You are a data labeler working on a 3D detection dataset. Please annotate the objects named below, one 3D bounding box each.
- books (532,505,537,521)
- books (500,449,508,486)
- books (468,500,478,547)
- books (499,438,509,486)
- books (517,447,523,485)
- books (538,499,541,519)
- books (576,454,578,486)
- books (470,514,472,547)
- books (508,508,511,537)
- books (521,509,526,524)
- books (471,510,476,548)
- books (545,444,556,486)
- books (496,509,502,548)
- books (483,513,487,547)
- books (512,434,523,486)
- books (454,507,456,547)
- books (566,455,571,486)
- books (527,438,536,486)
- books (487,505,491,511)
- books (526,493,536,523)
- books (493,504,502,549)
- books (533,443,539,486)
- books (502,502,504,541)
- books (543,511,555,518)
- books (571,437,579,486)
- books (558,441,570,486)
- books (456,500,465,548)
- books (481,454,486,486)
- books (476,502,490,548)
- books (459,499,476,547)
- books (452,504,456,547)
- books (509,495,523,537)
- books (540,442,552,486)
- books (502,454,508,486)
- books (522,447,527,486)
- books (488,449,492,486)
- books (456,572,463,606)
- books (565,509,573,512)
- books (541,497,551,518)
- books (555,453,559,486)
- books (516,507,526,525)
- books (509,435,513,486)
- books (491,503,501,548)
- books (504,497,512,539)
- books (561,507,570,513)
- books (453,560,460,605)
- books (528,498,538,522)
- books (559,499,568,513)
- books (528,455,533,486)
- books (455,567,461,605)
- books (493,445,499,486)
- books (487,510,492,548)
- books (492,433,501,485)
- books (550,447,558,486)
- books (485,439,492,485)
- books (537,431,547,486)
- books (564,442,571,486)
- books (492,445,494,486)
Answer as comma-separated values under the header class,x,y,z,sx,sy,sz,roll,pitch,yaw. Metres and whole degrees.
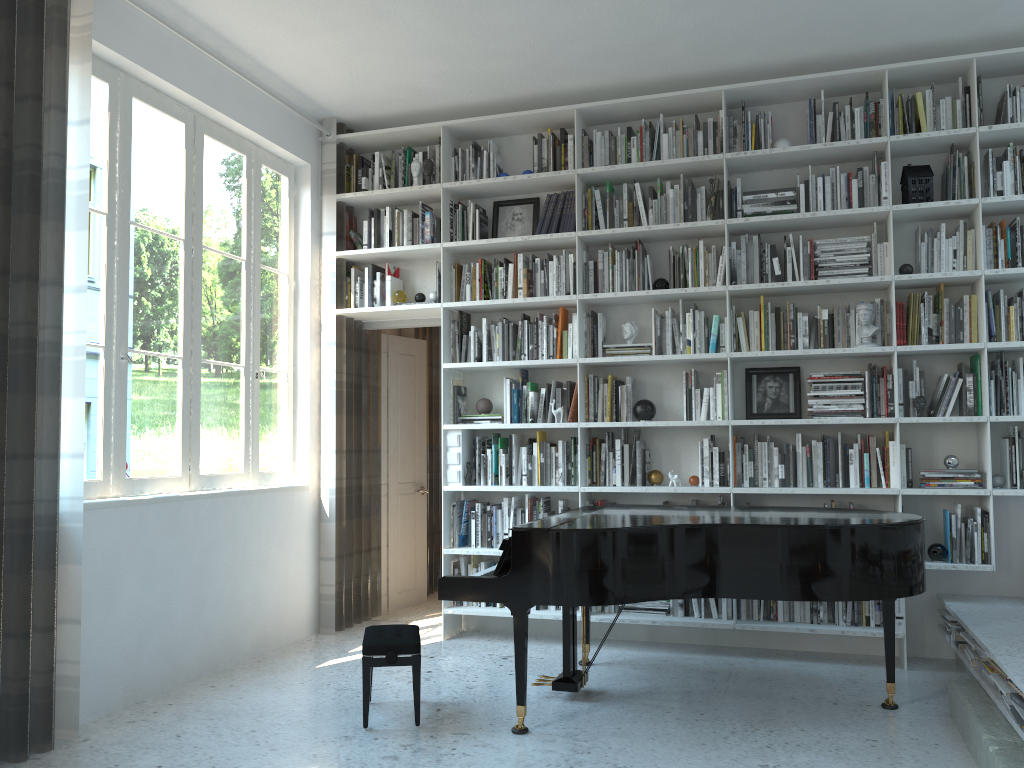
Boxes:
class,x,y,z,sx,sy,sz,roll,pitch,yaw
books,0.153,0.854,5.327,0.029,0.254,0.153,-1,-4,18
books,-0.036,0.503,5.381,0.015,0.219,0.190,-1,-4,18
books,-0.237,0.856,5.448,0.010,0.273,0.150,-1,-4,18
books,-0.048,0.470,5.381,0.007,0.286,0.182,-1,-4,18
books,0.070,0.497,5.375,0.045,0.230,0.138,-2,-4,18
books,0.187,0.834,5.307,0.022,0.290,0.137,-1,-4,18
books,0.407,0.508,5.271,0.023,0.186,0.130,-1,-4,18
books,-0.220,0.893,5.441,0.024,0.197,0.148,-1,-4,18
books,0.004,0.869,5.372,0.012,0.232,0.148,-1,-4,18
books,0.088,0.870,5.341,0.028,0.224,0.134,-1,-4,18
books,-0.204,0.880,5.414,0.022,0.220,0.187,-1,-4,18
books,0.233,0.481,5.299,0.028,0.249,0.159,-1,-4,18
books,-0.057,0.872,5.376,0.028,0.229,0.157,-1,-4,18
books,-0.145,0.891,5.423,0.025,0.199,0.137,-1,-4,18
books,0.037,0.458,5.368,0.012,0.306,0.189,-1,-4,18
books,-0.319,0.875,5.460,0.029,0.239,0.154,-1,-4,18
books,0.359,0.512,5.272,0.041,0.181,0.141,-2,-4,18
books,0.118,0.468,5.342,0.014,0.282,0.150,-1,-4,18
books,-0.122,0.866,5.421,0.022,0.248,0.134,-1,-4,18
books,0.114,0.818,5.314,0.014,0.325,0.170,-1,-4,18
books,-0.079,0.860,5.370,0.010,0.252,0.178,-1,-4,18
books,0.165,0.480,5.328,0.026,0.254,0.176,-1,-4,18
books,-0.032,0.850,5.389,0.013,0.273,0.146,-1,-4,18
books,0.238,0.870,5.286,0.059,0.216,0.177,-2,-4,18
books,0.379,0.457,5.248,0.014,0.286,0.179,-1,-4,18
books,0.311,0.470,5.270,0.021,0.265,0.185,-1,-4,18
books,-0.305,0.854,5.440,0.011,0.277,0.189,-1,-4,18
books,-0.149,0.521,5.403,0.019,0.189,0.193,-1,-4,18
books,-0.178,0.857,5.413,0.029,0.266,0.171,-1,-4,18
books,-0.273,0.851,5.439,0.052,0.283,0.172,-2,-4,18
books,-0.334,0.869,5.480,0.012,0.254,0.161,-1,-4,18
books,0.022,0.830,5.347,0.039,0.307,0.172,-1,-4,18
books,0.205,0.475,5.304,0.028,0.260,0.181,-1,-4,18
books,-0.022,0.518,5.371,0.016,0.188,0.183,-1,-4,18
books,0.099,0.495,5.348,0.027,0.229,0.159,-1,-4,18
books,-0.107,0.507,5.405,0.015,0.216,0.180,-1,-4,18
books,-0.298,1.247,5.420,0.029,0.190,0.176,-2,-4,18
books,0.347,0.862,5.270,0.030,0.227,0.140,-1,-4,18
books,0.202,0.828,5.297,0.013,0.301,0.172,-1,-4,18
books,0.287,0.508,5.299,0.023,0.194,0.140,-1,-4,18
books,0.061,0.865,5.354,0.031,0.238,0.132,-1,-4,18
books,0.019,0.461,5.362,0.019,0.300,0.180,-1,-4,18
books,-0.089,0.858,5.378,0.013,0.256,0.189,-1,-4,18
books,-0.015,0.836,5.377,0.027,0.299,0.142,-1,-4,18
books,0.317,0.854,5.243,0.011,0.239,0.174,-1,-4,18
books,-0.331,1.218,5.460,0.012,0.254,0.161,-1,-4,18
books,0.128,0.833,5.317,0.012,0.295,0.176,-1,-4,18
books,0.308,0.833,5.275,0.025,0.287,0.130,-1,-4,18
books,0.136,0.517,5.324,0.029,0.181,0.190,-2,-4,18
books,-0.314,1.236,5.453,0.023,0.216,0.158,-1,-4,18
books,-0.079,0.492,5.390,0.009,0.244,0.184,-1,-4,18
books,-0.109,0.876,5.381,0.028,0.223,0.189,-1,-4,18
books,-0.095,0.458,5.414,0.006,0.314,0.145,-1,-4,18
books,0.263,0.491,5.305,0.025,0.229,0.153,-1,-4,18
books,-0.130,0.477,5.421,0.008,0.279,0.164,-1,-4,18
books,0.184,0.445,5.321,0.021,0.322,0.172,-1,-4,18
books,0.333,0.473,5.283,0.013,0.260,0.142,-1,-4,18
books,-0.086,0.493,5.406,0.014,0.243,0.171,-1,-4,18
